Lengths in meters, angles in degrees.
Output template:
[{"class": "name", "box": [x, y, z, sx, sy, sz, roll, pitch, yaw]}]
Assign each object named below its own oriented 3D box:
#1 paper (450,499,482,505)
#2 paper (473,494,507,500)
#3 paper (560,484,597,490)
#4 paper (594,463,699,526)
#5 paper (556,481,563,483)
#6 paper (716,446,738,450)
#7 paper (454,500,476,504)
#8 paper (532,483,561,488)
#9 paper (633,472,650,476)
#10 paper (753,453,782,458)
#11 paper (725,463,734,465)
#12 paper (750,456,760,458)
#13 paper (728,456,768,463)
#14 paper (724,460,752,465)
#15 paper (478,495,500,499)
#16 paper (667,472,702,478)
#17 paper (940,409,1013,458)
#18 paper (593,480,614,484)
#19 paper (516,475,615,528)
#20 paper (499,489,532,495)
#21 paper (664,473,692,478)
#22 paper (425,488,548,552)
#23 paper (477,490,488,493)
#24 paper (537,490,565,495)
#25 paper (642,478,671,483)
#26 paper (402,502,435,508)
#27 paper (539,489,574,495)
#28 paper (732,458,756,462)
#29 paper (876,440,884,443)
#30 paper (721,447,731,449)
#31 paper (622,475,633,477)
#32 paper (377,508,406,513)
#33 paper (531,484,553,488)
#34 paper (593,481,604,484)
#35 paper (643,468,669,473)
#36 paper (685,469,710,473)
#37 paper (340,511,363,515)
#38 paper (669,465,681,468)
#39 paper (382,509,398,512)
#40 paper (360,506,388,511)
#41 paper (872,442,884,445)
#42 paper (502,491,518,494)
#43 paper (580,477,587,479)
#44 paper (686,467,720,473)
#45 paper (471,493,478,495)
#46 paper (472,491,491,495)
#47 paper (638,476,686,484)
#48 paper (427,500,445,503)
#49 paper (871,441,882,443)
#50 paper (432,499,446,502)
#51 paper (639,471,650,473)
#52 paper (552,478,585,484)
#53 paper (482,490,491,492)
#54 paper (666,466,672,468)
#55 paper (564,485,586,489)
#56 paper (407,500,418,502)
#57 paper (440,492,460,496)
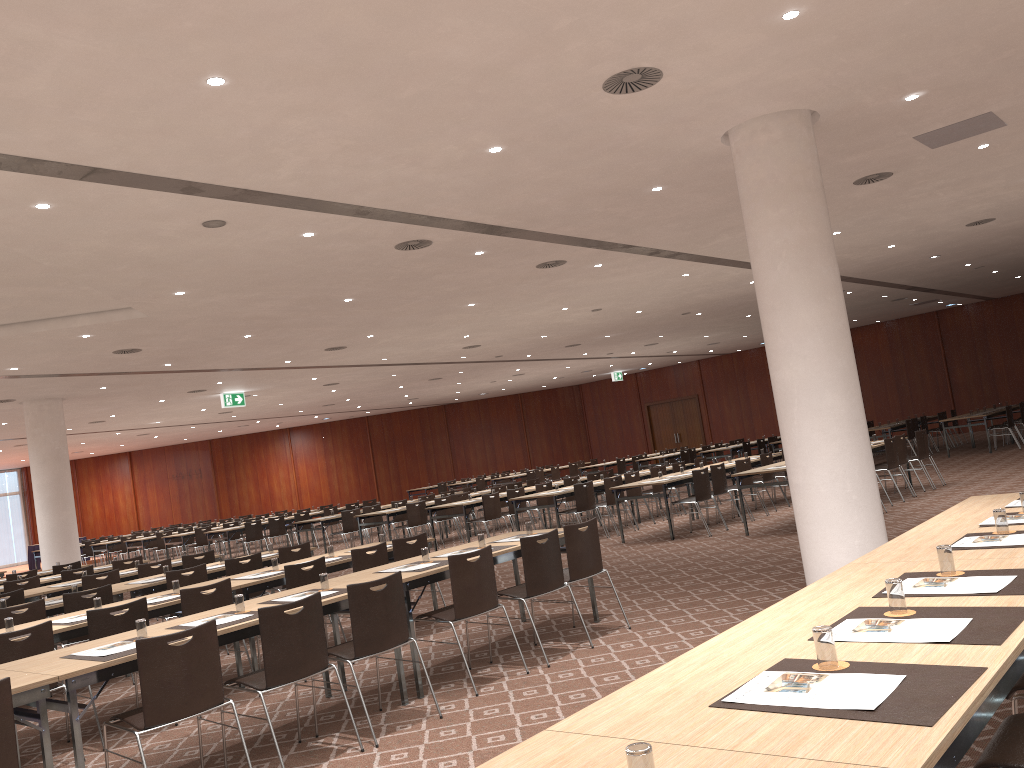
[{"class": "paper", "box": [-0.752, 2.086, 15.739, 0.566, 0.003, 0.460, -12, -6, 39]}, {"class": "paper", "box": [-0.358, 2.065, 16.254, 0.566, 0.003, 0.460, -12, -6, 40]}, {"class": "paper", "box": [1.137, 1.732, 14.932, 0.566, 0.003, 0.460, -13, -6, 41]}, {"class": "paper", "box": [2.561, 2.076, 16.746, 0.954, 0.832, 2.266, -12, -6, 40]}, {"class": "paper", "box": [1.033, 1.978, 17.964, 0.398, 0.006, 0.283, -12, -6, 40]}, {"class": "paper", "box": [5.692, 1.683, 23.387, 0.566, 0.003, 0.460, -12, -6, 37]}, {"class": "paper", "box": [-0.861, 2.097, 15.721, 0.398, 0.006, 0.283, -12, -6, 37]}, {"class": "paper", "box": [0.688, 1.999, 17.497, 0.566, 0.003, 0.460, -13, -6, 42]}, {"class": "paper", "box": [2.187, 1.669, 16.219, 0.566, 0.003, 0.460, -12, -6, 40]}, {"class": "paper", "box": [4.545, 1.278, 15.872, 0.566, 0.003, 0.460, -12, -6, 38]}, {"class": "paper", "box": [3.615, 1.342, 14.889, 0.398, 0.006, 0.283, -12, -6, 38]}, {"class": "paper", "box": [4.448, 1.290, 15.878, 0.398, 0.006, 0.283, -13, -6, 42]}, {"class": "paper", "box": [4.080, 1.312, 15.379, 0.566, 0.003, 0.460, -12, -6, 38]}, {"class": "paper", "box": [3.683, 1.336, 14.898, 0.566, 0.003, 0.460, -13, -6, 40]}, {"class": "paper", "box": [-0.433, 2.070, 16.225, 0.398, 0.006, 0.283, -12, -6, 38]}, {"class": "paper", "box": [2.645, 1.402, 13.679, 0.566, 0.003, 0.460, -13, -6, 41]}, {"class": "paper", "box": [10.567, 1.100, 20.091, 0.954, 0.832, 2.266, -12, -6, 40]}, {"class": "paper", "box": [1.594, 1.701, 15.451, 0.566, 0.003, 0.460, -13, -6, 43]}, {"class": "paper", "box": [1.064, 2.407, 18.034, 0.954, 0.832, 2.266, -12, -6, 40]}, {"class": "paper", "box": [0.063, 2.037, 16.735, 0.566, 0.003, 0.460, -12, -6, 39]}, {"class": "paper", "box": [2.569, 1.407, 13.648, 0.398, 0.006, 0.283, -12, -6, 39]}, {"class": "paper", "box": [-0.401, 2.499, 16.303, 0.954, 0.832, 2.266, -12, -6, 40]}, {"class": "paper", "box": [-0.407, 2.304, 19.241, 0.566, 0.003, 0.460, -12, -6, 38]}, {"class": "paper", "box": [0.635, 1.767, 14.444, 0.398, 0.006, 0.283, -12, -5, 37]}, {"class": "paper", "box": [2.124, 1.438, 13.166, 0.398, 0.006, 0.283, -12, -6, 40]}, {"class": "paper", "box": [-1.853, 2.393, 17.522, 0.566, 0.003, 0.460, -13, -6, 41]}, {"class": "paper", "box": [0.722, 1.758, 14.450, 0.566, 0.003, 0.460, -13, -6, 42]}, {"class": "paper", "box": [4.034, 1.316, 15.390, 0.398, 0.006, 0.283, -13, -6, 43]}, {"class": "paper", "box": [6.038, 0.951, 14.616, 0.566, 0.003, 0.460, -12, -6, 38]}, {"class": "paper", "box": [5.612, 1.692, 23.384, 0.398, 0.006, 0.283, -12, -6, 39]}, {"class": "paper", "box": [2.097, 1.676, 16.175, 0.398, 0.006, 0.283, -12, -6, 40]}, {"class": "paper", "box": [-2.275, 2.419, 17.014, 0.566, 0.003, 0.460, -12, -6, 38]}, {"class": "paper", "box": [0.613, 2.005, 17.475, 0.398, 0.006, 0.283, -12, -6, 40]}, {"class": "paper", "box": [1.480, 1.712, 15.420, 0.398, 0.006, 0.283, -12, -6, 39]}, {"class": "paper", "box": [2.594, 1.641, 16.669, 0.566, 0.003, 0.460, -13, -6, 41]}, {"class": "paper", "box": [3.009, 1.379, 14.161, 0.398, 0.006, 0.283, -13, -6, 41]}, {"class": "paper", "box": [-3.329, 2.722, 18.821, 0.566, 0.003, 0.460, -13, -6, 41]}, {"class": "paper", "box": [3.003, 1.617, 17.171, 0.566, 0.003, 0.460, -12, -5, 36]}, {"class": "paper", "box": [-2.348, 2.427, 17.023, 0.398, 0.006, 0.283, -12, -6, 40]}, {"class": "paper", "box": [-2.953, 2.701, 19.299, 0.566, 0.003, 0.460, -13, -6, 41]}, {"class": "paper", "box": [5.613, 0.978, 14.120, 0.566, 0.003, 0.460, -13, -6, 42]}, {"class": "paper", "box": [-0.017, 2.047, 16.752, 0.398, 0.006, 0.283, -12, -6, 39]}, {"class": "paper", "box": [1.520, 1.945, 18.457, 0.566, 0.003, 0.460, -12, -6, 39]}, {"class": "paper", "box": [3.073, 1.373, 14.160, 0.566, 0.003, 0.460, -13, -6, 42]}, {"class": "paper", "box": [-0.886, 2.338, 18.781, 0.398, 0.006, 0.283, -13, -6, 41]}, {"class": "paper", "box": [-0.768, 2.322, 18.766, 0.566, 0.003, 0.460, -13, -6, 40]}, {"class": "paper", "box": [2.235, 1.427, 13.192, 0.566, 0.003, 0.460, -12, -6, 40]}, {"class": "paper", "box": [-1.435, 2.369, 18.037, 0.566, 0.003, 0.460, -13, -6, 43]}, {"class": "paper", "box": [5.941, 0.961, 14.606, 0.398, 0.006, 0.283, -13, -6, 43]}, {"class": "paper", "box": [-1.499, 2.374, 18.032, 0.398, 0.006, 0.283, -13, -6, 41]}, {"class": "paper", "box": [2.517, 1.650, 16.676, 0.398, 0.006, 0.283, -12, -6, 39]}, {"class": "paper", "box": [1.111, 1.972, 17.983, 0.566, 0.003, 0.460, -13, -6, 42]}, {"class": "paper", "box": [-0.465, 2.311, 19.272, 0.398, 0.006, 0.283, -12, -6, 40]}, {"class": "paper", "box": [2.937, 1.623, 17.169, 0.398, 0.006, 0.283, -12, -6, 38]}, {"class": "paper", "box": [1.041, 1.745, 14.970, 0.398, 0.006, 0.283, -13, -6, 41]}, {"class": "paper", "box": [-2.292, 2.658, 20.061, 0.566, 0.003, 0.460, -12, -6, 38]}, {"class": "paper", "box": [-1.479, 2.608, 21.040, 0.566, 0.003, 0.460, -12, -5, 37]}]
